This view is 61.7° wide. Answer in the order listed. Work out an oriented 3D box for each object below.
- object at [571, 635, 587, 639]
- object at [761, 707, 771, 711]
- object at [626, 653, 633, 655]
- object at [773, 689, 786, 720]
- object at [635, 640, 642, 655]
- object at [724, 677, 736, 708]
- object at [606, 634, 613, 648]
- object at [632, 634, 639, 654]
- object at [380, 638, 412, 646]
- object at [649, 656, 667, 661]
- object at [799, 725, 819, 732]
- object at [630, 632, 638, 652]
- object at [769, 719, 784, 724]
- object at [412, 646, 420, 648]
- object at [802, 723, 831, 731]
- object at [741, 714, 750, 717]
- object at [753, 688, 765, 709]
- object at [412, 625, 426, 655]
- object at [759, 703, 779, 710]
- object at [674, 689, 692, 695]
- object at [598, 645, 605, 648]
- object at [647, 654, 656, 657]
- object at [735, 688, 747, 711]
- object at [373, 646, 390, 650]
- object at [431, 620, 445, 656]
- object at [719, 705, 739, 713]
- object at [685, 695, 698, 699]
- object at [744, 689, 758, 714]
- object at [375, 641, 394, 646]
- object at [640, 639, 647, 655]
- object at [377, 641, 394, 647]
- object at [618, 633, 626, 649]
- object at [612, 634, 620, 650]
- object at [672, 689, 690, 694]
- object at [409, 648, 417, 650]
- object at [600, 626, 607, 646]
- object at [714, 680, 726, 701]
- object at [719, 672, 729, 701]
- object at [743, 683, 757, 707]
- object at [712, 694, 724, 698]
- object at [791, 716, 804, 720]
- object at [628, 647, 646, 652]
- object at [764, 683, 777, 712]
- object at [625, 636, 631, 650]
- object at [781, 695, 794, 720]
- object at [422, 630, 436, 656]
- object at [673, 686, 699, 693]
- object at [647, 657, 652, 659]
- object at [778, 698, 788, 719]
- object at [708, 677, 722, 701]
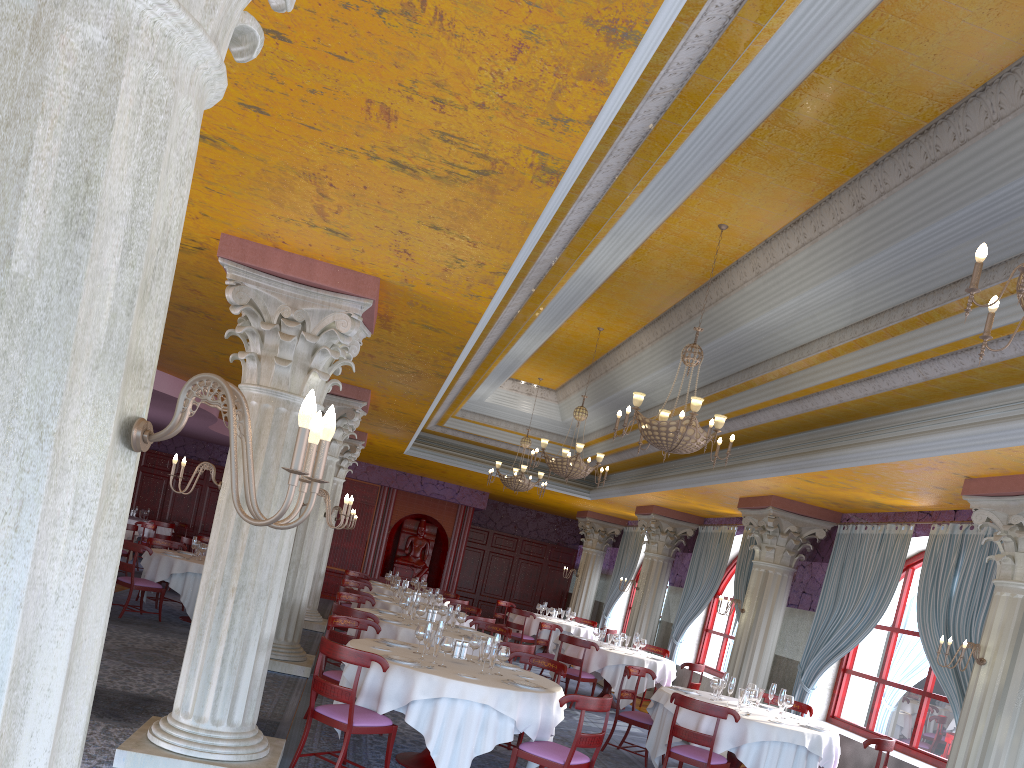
[{"bbox_3d":[1.156,4.400,14.861,0.325,0.024,0.307,22,-15,-38],"label":"object"},{"bbox_3d":[2.974,3.805,10.030,0.135,0.011,0.031,4,-13,37],"label":"object"},{"bbox_3d":[1.894,4.352,13.795,0.155,0.009,0.165,6,-13,30],"label":"object"},{"bbox_3d":[2.903,3.464,9.269,0.075,0.337,0.072,12,3,-18],"label":"object"},{"bbox_3d":[2.093,4.376,14.243,0.088,0.238,0.083,12,2,-29],"label":"object"},{"bbox_3d":[2.376,3.355,9.326,0.072,0.337,0.075,14,3,27],"label":"object"},{"bbox_3d":[1.609,4.240,14.124,0.084,0.238,0.086,13,2,16],"label":"object"},{"bbox_3d":[2.039,4.290,14.130,0.072,0.337,0.075,14,3,27],"label":"object"},{"bbox_3d":[-1.110,2.476,8.186,0.310,0.024,0.322,11,-12,10],"label":"object"},{"bbox_3d":[2.389,4.503,14.013,0.316,0.024,0.315,15,-12,-9],"label":"object"},{"bbox_3d":[3.133,3.626,9.013,0.227,0.013,0.028,5,-12,35],"label":"object"},{"bbox_3d":[2.102,4.418,14.670,0.075,0.337,0.072,12,3,-18],"label":"object"},{"bbox_3d":[2.758,3.526,8.935,0.160,0.009,0.160,15,-12,-9],"label":"object"},{"bbox_3d":[-0.993,2.539,8.326,0.227,0.013,0.028,5,-12,35],"label":"object"},{"bbox_3d":[3.253,3.677,9.152,0.310,0.024,0.322,11,-12,10],"label":"object"},{"bbox_3d":[2.401,3.422,8.852,0.053,0.020,0.267,5,-14,39],"label":"object"},{"bbox_3d":[2.847,3.629,9.877,0.084,0.238,0.086,13,2,16],"label":"object"},{"bbox_3d":[-0.843,2.347,7.856,0.124,0.265,0.120,13,1,-18],"label":"object"},{"bbox_3d":[3.059,3.856,10.214,0.316,0.024,0.315,15,-12,-9],"label":"object"},{"bbox_3d":[1.949,3.536,9.842,0.247,0.003,0.023,5,-14,34],"label":"object"},{"bbox_3d":[1.350,4.221,13.800,0.316,0.024,0.315,15,-12,-9],"label":"object"},{"bbox_3d":[2.387,4.636,14.611,0.155,0.009,0.165,3,-15,40],"label":"object"},{"bbox_3d":[2.473,3.414,9.264,0.088,0.238,0.083,12,2,-29],"label":"object"},{"bbox_3d":[-1.163,2.352,7.614,0.160,0.009,0.160,15,-12,-9],"label":"object"},{"bbox_3d":[-0.692,2.386,8.052,0.075,0.337,0.072,12,3,-18],"label":"object"},{"bbox_3d":[2.214,3.395,8.940,0.310,0.024,0.322,11,-12,10],"label":"object"},{"bbox_3d":[1.967,3.449,9.429,0.157,0.009,0.163,11,-12,10],"label":"object"},{"bbox_3d":[2.559,3.404,9.184,0.122,0.265,0.122,13,1,4],"label":"object"},{"bbox_3d":[-1.199,2.418,7.993,0.251,0.020,0.057,3,-14,39],"label":"object"},{"bbox_3d":[2.174,4.399,14.329,0.126,0.265,0.118,12,1,-41],"label":"object"},{"bbox_3d":[-1.181,2.438,8.027,0.247,0.003,0.023,5,-14,34],"label":"object"},{"bbox_3d":[1.903,4.439,14.816,0.124,0.265,0.120,13,1,-18],"label":"object"},{"bbox_3d":[1.695,4.230,14.045,0.126,0.265,0.118,12,1,-41],"label":"object"},{"bbox_3d":[1.932,3.516,9.808,0.251,0.020,0.057,3,-14,39],"label":"object"},{"bbox_3d":[-0.934,2.507,8.104,0.029,0.011,0.144,5,-14,37],"label":"object"},{"bbox_3d":[1.512,4.181,14.187,0.074,0.337,0.073,13,3,4],"label":"object"},{"bbox_3d":[2.363,3.493,9.758,0.088,0.238,0.083,12,2,-29],"label":"object"},{"bbox_3d":[2.439,3.484,9.867,0.072,0.337,0.075,14,3,27],"label":"object"},{"bbox_3d":[2.767,3.614,9.956,0.124,0.265,0.120,13,1,-18],"label":"object"},{"bbox_3d":[2.460,3.734,10.245,0.157,0.009,0.163,11,-12,10],"label":"object"},{"bbox_3d":[3.251,3.811,9.751,0.157,0.009,0.163,11,-12,10],"label":"object"},{"bbox_3d":[2.195,4.682,15.074,0.316,0.024,0.315,15,-12,-9],"label":"object"},{"bbox_3d":[2.966,3.592,9.810,0.072,0.337,0.075,14,3,27],"label":"object"},{"bbox_3d":[1.983,4.455,14.738,0.084,0.238,0.086,13,2,16],"label":"object"},{"bbox_3d":[3.038,3.573,9.469,0.124,0.265,0.120,13,1,-18],"label":"object"},{"bbox_3d":[-0.768,2.396,7.944,0.088,0.238,0.083,12,2,-29],"label":"object"},{"bbox_3d":[2.020,3.574,10.001,0.316,0.024,0.315,15,-12,-9],"label":"object"},{"bbox_3d":[2.269,4.452,13.873,0.227,0.013,0.028,5,-12,35],"label":"object"},{"bbox_3d":[2.957,3.550,9.383,0.088,0.238,0.083,12,2,-29],"label":"object"},{"bbox_3d":[2.288,3.444,9.671,0.122,0.265,0.122,13,1,4],"label":"object"}]
